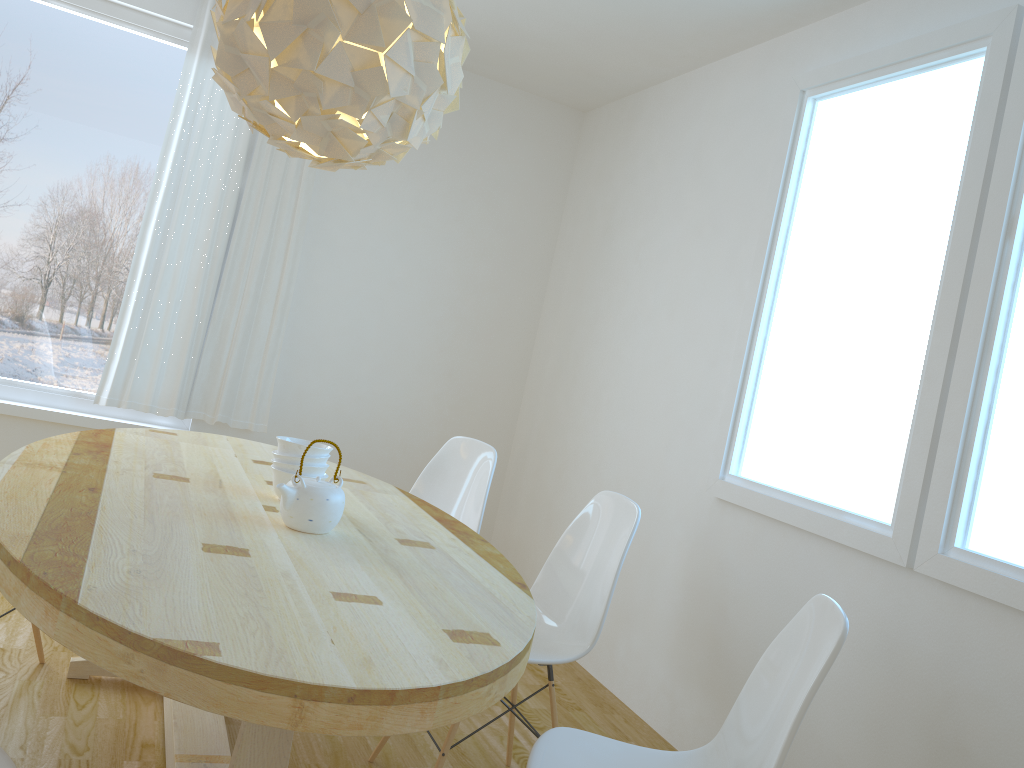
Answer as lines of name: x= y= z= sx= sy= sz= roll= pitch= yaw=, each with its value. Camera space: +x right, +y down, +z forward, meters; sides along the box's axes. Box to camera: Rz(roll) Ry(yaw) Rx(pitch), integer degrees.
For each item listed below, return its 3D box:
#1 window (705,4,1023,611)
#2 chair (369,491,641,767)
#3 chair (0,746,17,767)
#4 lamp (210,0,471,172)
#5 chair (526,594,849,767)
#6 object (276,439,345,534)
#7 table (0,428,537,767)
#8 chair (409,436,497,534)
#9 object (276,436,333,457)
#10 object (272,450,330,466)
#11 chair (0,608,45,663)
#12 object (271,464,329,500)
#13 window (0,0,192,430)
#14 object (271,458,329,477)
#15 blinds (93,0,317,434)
window: x=0.112 y=-0.270 z=1.934 sx=2.536 sy=2.058 sz=1.887 roll=13 pitch=-1 yaw=-23
chair: x=-0.004 y=0.716 z=2.479 sx=0.520 sy=0.903 sz=0.431 roll=13 pitch=-2 yaw=-23
chair: x=-0.941 y=0.535 z=1.172 sx=0.432 sy=0.903 sz=0.519 roll=11 pitch=-2 yaw=37
lamp: x=-0.378 y=-1.093 z=2.262 sx=0.643 sy=1.137 sz=0.641 roll=13 pitch=-2 yaw=-23
chair: x=0.258 y=0.791 z=1.669 sx=0.524 sy=0.903 sz=0.428 roll=12 pitch=-2 yaw=7
object: x=-0.469 y=0.231 z=2.062 sx=0.176 sy=0.212 sz=0.147 roll=13 pitch=-1 yaw=-23
table: x=-0.705 y=0.656 z=2.199 sx=1.187 sy=0.726 sz=2.199 roll=12 pitch=1 yaw=-24
chair: x=-0.400 y=0.616 z=3.129 sx=0.432 sy=0.903 sz=0.519 roll=11 pitch=-2 yaw=42
object: x=-0.557 y=0.194 z=2.342 sx=0.152 sy=0.087 sz=0.151 roll=12 pitch=0 yaw=5
object: x=-0.565 y=0.221 z=2.339 sx=0.150 sy=0.096 sz=0.152 roll=12 pitch=0 yaw=-6
chair: x=-1.582 y=0.366 z=2.520 sx=0.523 sy=0.903 sz=0.429 roll=13 pitch=-2 yaw=-3
object: x=-0.569 y=0.269 z=2.336 sx=0.152 sy=0.083 sz=0.151 roll=13 pitch=0 yaw=17
window: x=-2.636 y=-0.975 z=3.940 sx=2.713 sy=1.922 sz=0.088 roll=12 pitch=-2 yaw=-22
object: x=-0.567 y=0.245 z=2.338 sx=0.152 sy=0.093 sz=0.151 roll=13 pitch=0 yaw=16
blinds: x=-1.339 y=-0.882 z=4.269 sx=0.791 sy=2.165 sz=0.150 roll=13 pitch=-3 yaw=-22
